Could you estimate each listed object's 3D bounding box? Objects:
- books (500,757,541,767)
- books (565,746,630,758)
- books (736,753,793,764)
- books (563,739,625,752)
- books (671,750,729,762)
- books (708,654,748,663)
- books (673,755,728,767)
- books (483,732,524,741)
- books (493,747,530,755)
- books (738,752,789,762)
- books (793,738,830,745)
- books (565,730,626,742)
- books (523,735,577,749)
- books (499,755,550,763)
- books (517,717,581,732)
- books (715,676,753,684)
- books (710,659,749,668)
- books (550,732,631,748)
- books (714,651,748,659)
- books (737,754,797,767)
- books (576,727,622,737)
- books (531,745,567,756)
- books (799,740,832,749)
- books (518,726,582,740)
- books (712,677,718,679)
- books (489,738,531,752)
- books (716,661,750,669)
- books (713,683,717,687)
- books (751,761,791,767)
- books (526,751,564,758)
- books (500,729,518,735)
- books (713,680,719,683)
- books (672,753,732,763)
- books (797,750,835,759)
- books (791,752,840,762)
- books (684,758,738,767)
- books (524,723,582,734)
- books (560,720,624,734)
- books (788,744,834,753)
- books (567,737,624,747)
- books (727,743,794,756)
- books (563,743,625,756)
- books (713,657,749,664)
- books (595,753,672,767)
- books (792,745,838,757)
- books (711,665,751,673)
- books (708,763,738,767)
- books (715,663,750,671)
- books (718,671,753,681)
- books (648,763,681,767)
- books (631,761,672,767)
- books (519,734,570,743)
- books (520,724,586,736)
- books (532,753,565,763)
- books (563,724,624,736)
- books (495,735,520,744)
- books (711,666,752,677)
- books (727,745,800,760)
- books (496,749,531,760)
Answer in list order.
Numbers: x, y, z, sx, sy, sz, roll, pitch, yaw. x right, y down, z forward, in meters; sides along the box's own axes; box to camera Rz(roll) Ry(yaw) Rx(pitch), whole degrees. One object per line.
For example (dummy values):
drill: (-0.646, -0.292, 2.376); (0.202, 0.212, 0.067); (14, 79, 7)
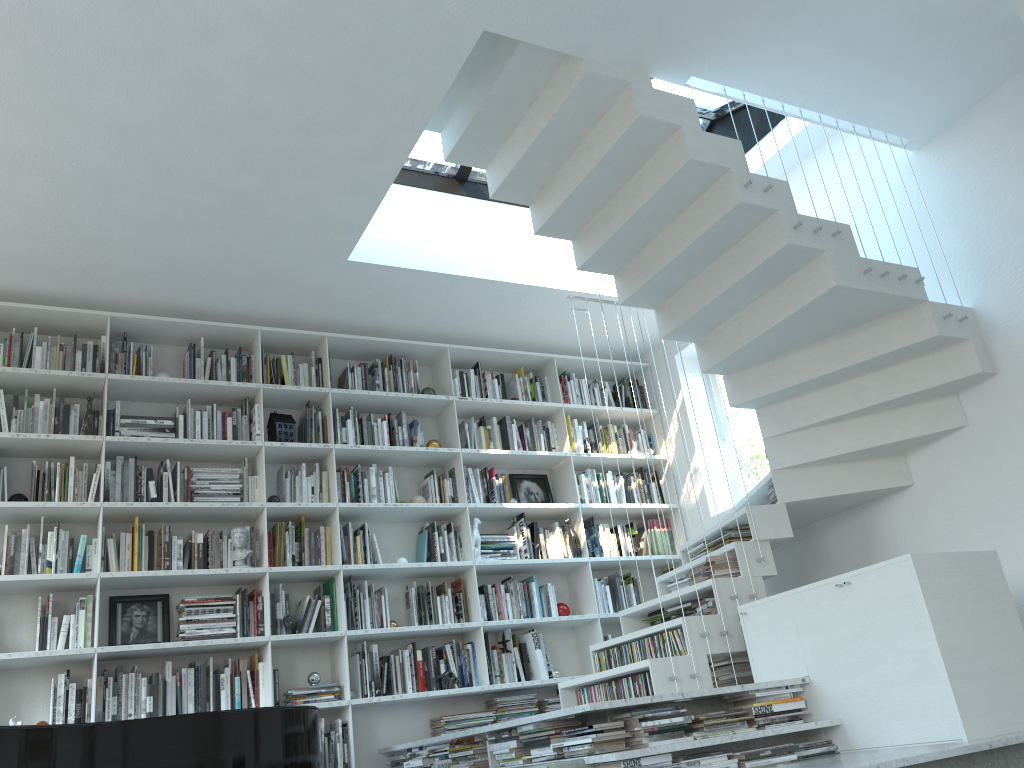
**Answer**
books: (0.056, 1.647, 3.870); (0.132, 0.016, 0.263); (2, -25, -23)
books: (0.328, 1.415, 3.407); (0.144, 0.009, 0.250); (4, -26, -28)
books: (0.949, 1.463, 3.457); (0.254, 0.005, 0.161); (6, -27, -32)
books: (0.316, 1.391, 3.412); (0.152, 0.015, 0.208); (6, -26, -31)
books: (0.686, 1.407, 3.351); (0.220, 0.013, 0.149); (5, -26, -29)
books: (1.390, 1.710, 5.535); (0.290, 0.014, 0.174); (3, -25, -26)
books: (0.688, 1.428, 3.346); (0.211, 0.018, 0.135); (3, -25, -25)
books: (0.016, 1.542, 3.899); (0.192, 0.014, 0.257); (6, -27, -31)
books: (0.032, 1.598, 3.880); (0.178, 0.015, 0.188); (2, -25, -23)
books: (0.940, 1.464, 3.474); (0.273, 0.009, 0.129); (3, -25, -25)
books: (1.171, 1.464, 3.608); (0.215, 0.007, 0.131); (3, -25, -26)
books: (0.321, 1.362, 3.429); (0.137, 0.012, 0.243); (4, -25, -27)
books: (0.176, 1.468, 3.642); (0.177, 0.026, 0.231); (4, -26, -28)
books: (0.062, 1.634, 3.879); (0.136, 0.013, 0.259); (4, -26, -28)
books: (0.153, 1.406, 3.660); (0.189, 0.022, 0.238); (2, -25, -23)
books: (1.401, 1.826, 5.481); (0.233, 0.015, 0.170); (2, -25, -23)
books: (1.396, 1.734, 5.521); (0.286, 0.017, 0.171); (5, -26, -29)
books: (0.301, 1.372, 3.413); (0.185, 0.014, 0.298); (5, -26, -29)
books: (1.396, 1.689, 5.528); (0.240, 0.016, 0.150); (4, -26, -28)
books: (0.953, 1.471, 3.448); (0.250, 0.018, 0.178); (3, -25, -25)
books: (0.339, 1.353, 3.444); (0.091, 0.011, 0.190); (5, -26, -30)
books: (0.188, 1.494, 3.636); (0.155, 0.028, 0.190); (4, -25, -27)
books: (1.172, 1.474, 3.605); (0.229, 0.014, 0.133); (5, -26, -29)
books: (0.169, 1.437, 3.654); (0.168, 0.013, 0.282); (6, -26, -31)
books: (1.320, 1.880, 5.664); (0.255, 0.007, 0.132); (2, -25, -23)
books: (0.033, 1.578, 3.891); (0.174, 0.029, 0.251); (5, -26, -30)
books: (1.400, 1.744, 5.512); (0.210, 0.009, 0.160); (4, -25, -27)
books: (1.367, 1.910, 5.651); (0.185, 0.027, 0.161); (3, -25, -26)
books: (0.946, 1.492, 3.460); (0.250, 0.009, 0.144); (5, -26, -29)
books: (0.186, 1.509, 3.627); (0.154, 0.007, 0.294); (3, -25, -25)
books: (0.041, 1.531, 3.918); (0.134, 0.014, 0.182); (2, -25, -23)
books: (1.361, 1.897, 5.664); (0.261, 0.009, 0.187); (2, -25, -23)
books: (0.689, 1.415, 3.346); (0.242, 0.005, 0.153); (4, -25, -27)
books: (1.182, 1.502, 3.582); (0.179, 0.010, 0.160); (4, -26, -28)
books: (1.185, 1.507, 3.576); (0.261, 0.006, 0.152); (6, -27, -32)
books: (0.695, 1.437, 3.332); (0.273, 0.012, 0.159); (5, -26, -30)
books: (0.168, 1.421, 3.661); (0.170, 0.008, 0.209); (3, -25, -25)
books: (0.310, 1.331, 3.438); (0.149, 0.014, 0.229); (5, -26, -30)
books: (1.176, 1.481, 3.596); (0.225, 0.007, 0.133); (2, -25, -24)
books: (0.320, 1.382, 3.419); (0.134, 0.006, 0.228); (2, -25, -24)
books: (0.938, 1.433, 3.467); (0.275, 0.008, 0.177); (4, -26, -28)
books: (0.312, 1.403, 3.404); (0.161, 0.014, 0.213); (2, -25, -24)
books: (1.389, 1.725, 5.536); (0.215, 0.013, 0.190); (5, -26, -30)
books: (0.440, 1.371, 3.213); (0.234, 0.025, 0.158); (7, -27, -32)
books: (1.179, 1.491, 3.589); (0.234, 0.017, 0.152); (4, -25, -27)
books: (1.396, 1.771, 5.518); (0.249, 0.006, 0.190); (5, -26, -30)
books: (0.702, 1.447, 3.317); (0.232, 0.019, 0.170); (7, -27, -32)
books: (1.400, 1.757, 5.511); (0.212, 0.014, 0.169); (4, -25, -27)
books: (1.403, 1.802, 5.481); (0.204, 0.028, 0.163); (3, -25, -26)
books: (0.443, 1.398, 3.203); (0.292, 0.012, 0.160); (3, -25, -25)
books: (0.436, 1.393, 3.217); (0.257, 0.010, 0.132); (2, -25, -24)
books: (0.169, 1.452, 3.647); (0.187, 0.009, 0.251); (4, -26, -28)
books: (0.169, 1.428, 3.658); (0.171, 0.007, 0.261); (5, -26, -30)
books: (0.191, 1.522, 3.624); (0.142, 0.020, 0.231); (2, -25, -23)
books: (0.314, 1.342, 3.435); (0.132, 0.009, 0.270); (2, -25, -24)
books: (0.039, 1.558, 3.904); (0.145, 0.017, 0.209); (7, -27, -32)
books: (1.395, 1.781, 5.499); (0.254, 0.027, 0.189); (4, -26, -28)
books: (0.950, 1.442, 3.458); (0.287, 0.018, 0.191); (5, -26, -29)
books: (0.044, 1.616, 3.878); (0.167, 0.024, 0.193); (4, -25, -27)
